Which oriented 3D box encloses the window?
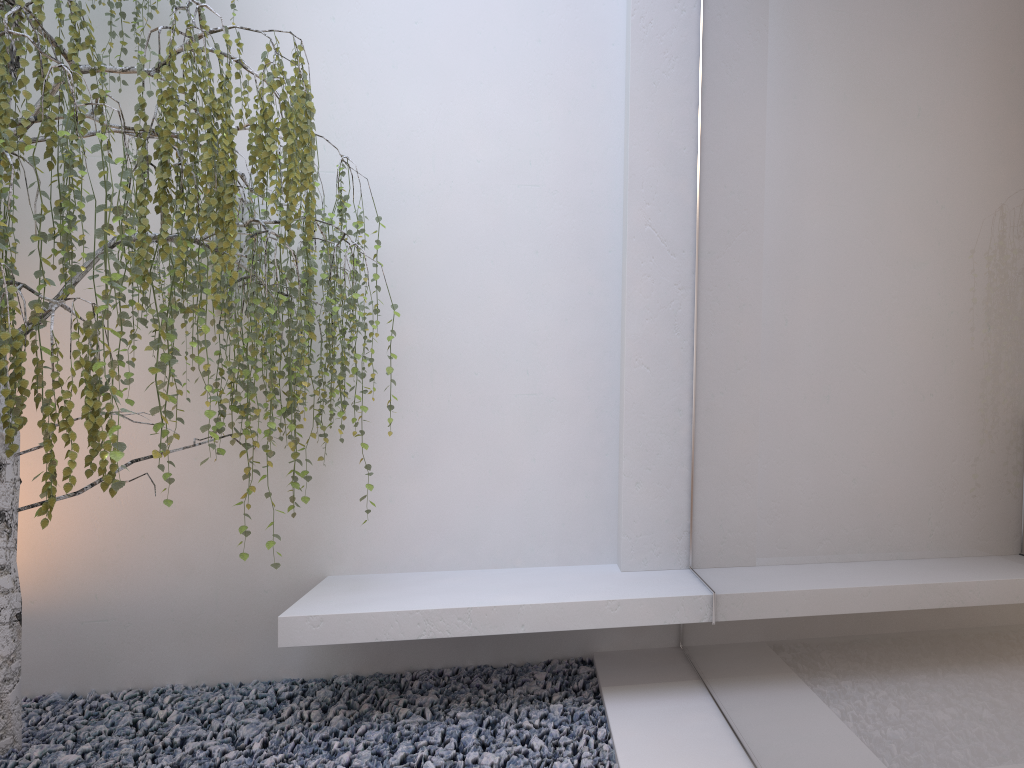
[{"bbox_3d":[0.754,-0.462,2.377,0.052,3.263,2.734,0,1,2],"label":"window"}]

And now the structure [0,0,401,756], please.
[{"bbox_3d":[-1.597,-0.811,2.340,2.587,4.001,1.652,0,2,-13],"label":"structure"}]
